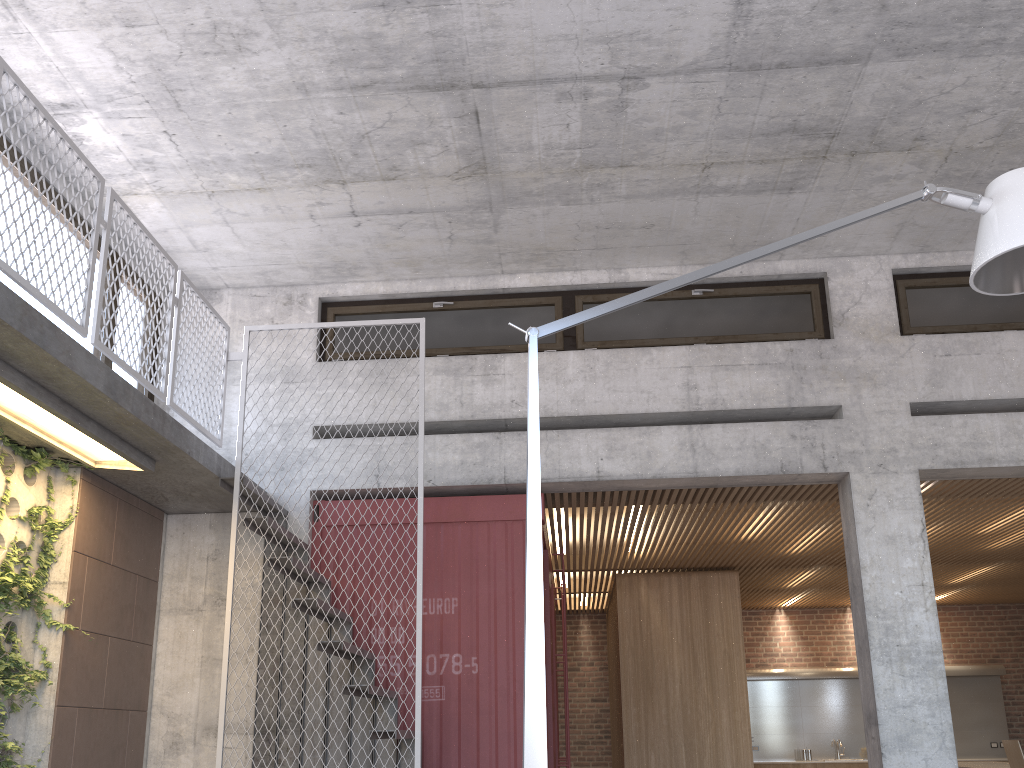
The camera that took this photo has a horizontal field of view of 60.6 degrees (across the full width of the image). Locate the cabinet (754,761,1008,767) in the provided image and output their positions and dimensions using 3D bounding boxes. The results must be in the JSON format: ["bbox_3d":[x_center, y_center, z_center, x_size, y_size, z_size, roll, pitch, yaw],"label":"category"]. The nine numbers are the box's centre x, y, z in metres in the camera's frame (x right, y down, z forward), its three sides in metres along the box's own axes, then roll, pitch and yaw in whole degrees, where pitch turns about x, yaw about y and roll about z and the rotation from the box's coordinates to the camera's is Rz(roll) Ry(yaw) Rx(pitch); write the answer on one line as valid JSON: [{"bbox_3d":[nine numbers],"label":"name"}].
[{"bbox_3d":[5.504,5.346,13.349,4.115,1.993,1.120,-2,-17,4],"label":"cabinet"}]

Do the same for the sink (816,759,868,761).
[{"bbox_3d":[4.959,5.689,13.038,0.729,0.184,0.546,-2,-21,4],"label":"sink"}]

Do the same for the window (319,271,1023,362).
[{"bbox_3d":[2.541,-0.606,7.333,8.436,0.586,0.117,-2,-15,4],"label":"window"}]

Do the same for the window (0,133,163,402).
[{"bbox_3d":[-3.197,-0.601,5.680,0.110,1.673,3.725,-2,-21,3],"label":"window"}]

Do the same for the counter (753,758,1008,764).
[{"bbox_3d":[5.495,5.608,13.054,4.077,0.019,0.682,-2,-22,4],"label":"counter"}]

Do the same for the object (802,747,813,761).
[{"bbox_3d":[4.445,5.572,13.215,0.144,0.202,0.055,-2,-15,4],"label":"object"}]

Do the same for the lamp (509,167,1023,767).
[{"bbox_3d":[0.976,0.791,3.134,2.630,3.289,0.784,2,-15,-8],"label":"lamp"}]

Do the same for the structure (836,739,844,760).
[{"bbox_3d":[5.001,5.621,13.280,0.115,0.457,0.258,-2,-17,4],"label":"structure"}]

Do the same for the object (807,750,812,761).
[{"bbox_3d":[4.481,5.588,13.208,0.060,0.153,0.062,-6,-17,18],"label":"object"}]

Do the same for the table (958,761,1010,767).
[{"bbox_3d":[5.002,3.895,7.759,1.012,0.883,5.420,-2,-22,3],"label":"table"}]

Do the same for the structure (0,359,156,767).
[{"bbox_3d":[-2.927,1.590,4.492,1.006,3.664,2.737,-2,-17,3],"label":"structure"}]

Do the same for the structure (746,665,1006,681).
[{"bbox_3d":[5.492,4.477,13.589,4.077,0.151,0.217,-2,-20,4],"label":"structure"}]

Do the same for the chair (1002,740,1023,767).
[{"bbox_3d":[4.537,3.517,7.156,0.723,1.147,0.362,-4,-16,9],"label":"chair"}]

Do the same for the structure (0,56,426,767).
[{"bbox_3d":[-1.778,1.243,5.129,3.038,4.139,3.841,-2,-18,4],"label":"structure"}]

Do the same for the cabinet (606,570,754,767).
[{"bbox_3d":[2.189,4.463,12.154,1.518,2.997,3.920,-2,-19,3],"label":"cabinet"}]

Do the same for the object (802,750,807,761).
[{"bbox_3d":[4.411,5.591,13.213,0.060,0.153,0.062,-6,-17,18],"label":"object"}]
